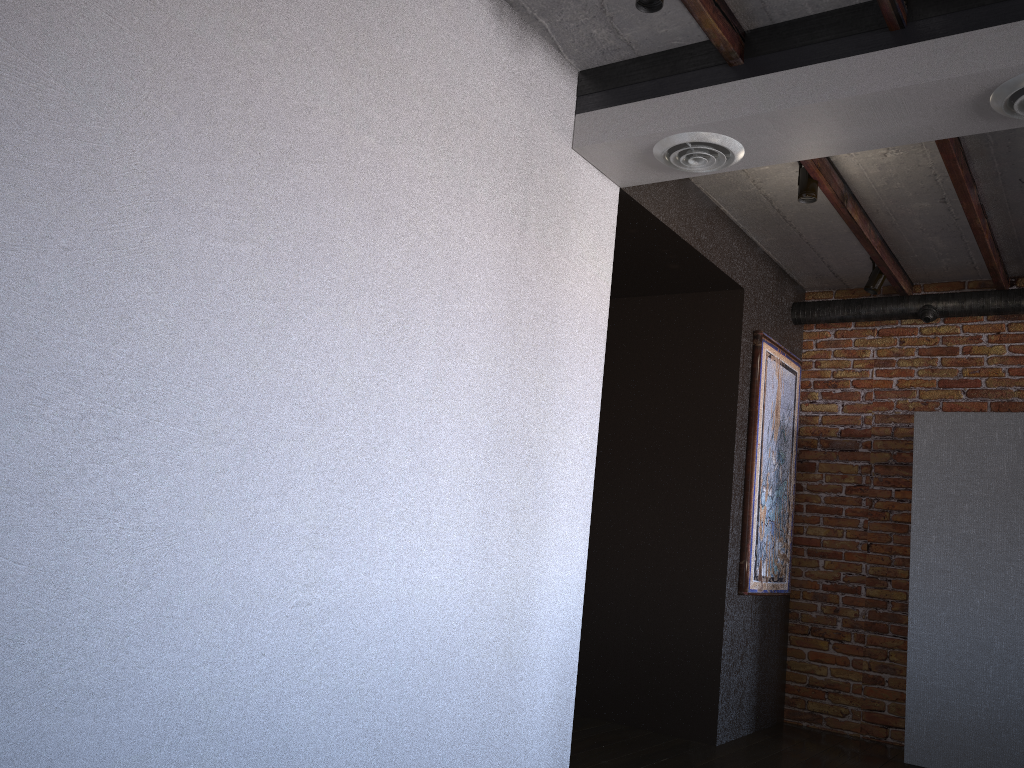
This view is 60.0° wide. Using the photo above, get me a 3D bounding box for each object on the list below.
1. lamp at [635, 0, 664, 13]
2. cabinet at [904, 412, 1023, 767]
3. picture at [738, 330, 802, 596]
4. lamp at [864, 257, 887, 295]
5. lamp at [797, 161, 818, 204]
[{"bbox_3d":[0.395,-1.208,2.620,0.120,0.184,0.082,8,-9,-13],"label":"lamp"},{"bbox_3d":[3.947,1.079,3.636,4.174,1.806,0.714,-1,-11,34],"label":"cabinet"},{"bbox_3d":[1.521,0.490,5.197,0.067,1.468,0.781,0,-11,34],"label":"picture"},{"bbox_3d":[2.076,-0.611,5.052,0.130,0.206,0.091,5,-9,7],"label":"lamp"},{"bbox_3d":[1.290,-0.898,3.904,0.114,0.184,0.082,6,-9,0],"label":"lamp"}]
